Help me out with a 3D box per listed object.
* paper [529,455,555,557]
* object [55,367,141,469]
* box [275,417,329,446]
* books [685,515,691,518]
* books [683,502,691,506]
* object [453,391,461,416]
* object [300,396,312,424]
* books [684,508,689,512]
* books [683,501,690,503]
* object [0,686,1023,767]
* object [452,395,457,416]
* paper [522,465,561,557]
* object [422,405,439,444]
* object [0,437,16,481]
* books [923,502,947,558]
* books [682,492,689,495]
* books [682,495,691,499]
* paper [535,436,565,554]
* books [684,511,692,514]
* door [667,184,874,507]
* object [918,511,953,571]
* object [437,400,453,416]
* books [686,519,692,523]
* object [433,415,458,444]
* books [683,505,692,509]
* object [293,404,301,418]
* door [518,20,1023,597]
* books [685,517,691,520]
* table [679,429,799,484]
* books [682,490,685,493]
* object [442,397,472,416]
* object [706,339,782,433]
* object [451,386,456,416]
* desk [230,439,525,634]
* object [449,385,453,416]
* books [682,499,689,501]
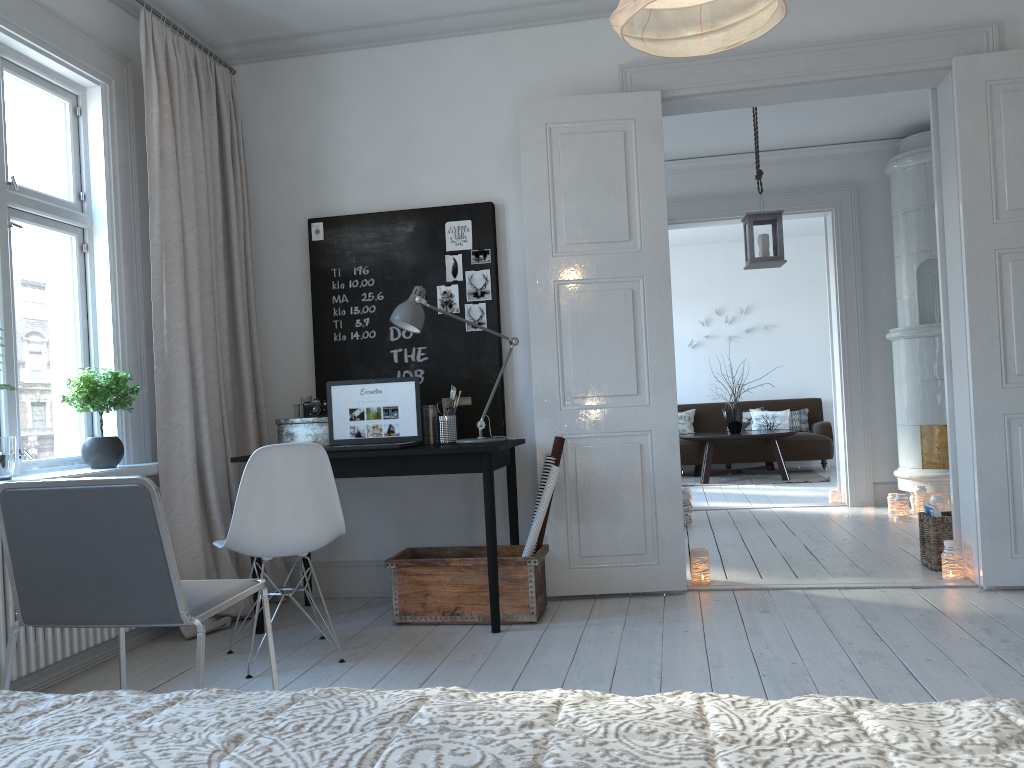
[{"bbox_3d":[0.099,0.659,3.941,0.266,0.669,0.043,-3,-1,-35],"label":"paper"},{"bbox_3d":[-1.640,0.132,3.525,0.309,0.407,0.272,-2,-1,-30],"label":"object"},{"bbox_3d":[-0.948,0.235,4.213,0.317,0.152,0.193,-3,-1,10],"label":"box"},{"bbox_3d":[1.209,0.975,6.534,0.128,0.016,0.181,-2,-2,-35],"label":"books"},{"bbox_3d":[1.210,0.883,6.538,0.128,0.016,0.179,-2,-2,-37],"label":"books"},{"bbox_3d":[-0.270,0.152,4.107,0.084,0.240,0.009,-3,0,-13],"label":"object"},{"bbox_3d":[-0.993,0.122,4.196,0.056,0.130,0.167,-3,-1,9],"label":"object"},{"bbox_3d":[1.200,0.927,6.539,0.167,0.022,0.128,-4,-2,44],"label":"books"},{"bbox_3d":[1.204,0.866,6.537,0.128,0.016,0.177,-2,-2,-23],"label":"books"},{"bbox_3d":[-0.092,0.378,0.911,1.460,0.104,0.405,-3,-1,10],"label":"object"},{"bbox_3d":[-0.280,0.162,4.114,0.009,0.222,0.082,-3,-1,40],"label":"object"},{"bbox_3d":[0.090,0.675,3.882,0.283,0.626,0.041,-3,0,-12],"label":"paper"},{"bbox_3d":[-0.383,0.194,4.200,0.079,0.188,0.079,-3,-1,-11],"label":"object"},{"bbox_3d":[-1.728,0.254,2.996,0.097,0.146,0.097,-3,-1,16],"label":"object"},{"bbox_3d":[2.197,0.750,4.442,0.201,0.300,0.179,-3,-1,10],"label":"books"},{"bbox_3d":[1.202,0.806,6.532,0.132,0.017,0.187,-2,-2,-17],"label":"books"},{"bbox_3d":[1.209,0.827,6.528,0.128,0.026,0.200,-2,-2,-18],"label":"books"},{"bbox_3d":[0.136,0.616,4.006,0.297,0.747,0.048,-3,-1,-35],"label":"paper"},{"bbox_3d":[1.208,0.946,6.533,0.132,0.017,0.187,-2,-2,-43],"label":"books"},{"bbox_3d":[1.940,-0.254,7.155,2.599,2.505,0.577,-3,-1,10],"label":"door"},{"bbox_3d":[2.211,0.782,4.439,0.270,0.265,0.224,-3,-1,10],"label":"object"},{"bbox_3d":[-0.317,0.173,4.127,0.081,0.198,0.050,-3,-1,35],"label":"object"},{"bbox_3d":[1.216,1.008,6.537,0.128,0.016,0.179,-2,-2,-42],"label":"books"},{"bbox_3d":[-0.306,0.212,4.114,0.108,0.128,0.108,-3,-1,25],"label":"object"},{"bbox_3d":[1.210,0.903,6.529,0.193,0.022,0.128,-4,-2,43],"label":"books"},{"bbox_3d":[-1.035,0.130,4.271,0.040,0.069,0.040,-3,-1,-2],"label":"object"},{"bbox_3d":[1.407,-0.303,4.187,2.599,2.505,0.577,-3,-1,10],"label":"door"},{"bbox_3d":[1.211,0.991,6.536,0.128,0.016,0.177,-2,-2,-39],"label":"books"},{"bbox_3d":[2.470,0.784,9.692,1.300,0.503,1.300,-3,-1,0],"label":"table"},{"bbox_3d":[1.195,0.791,6.546,0.111,0.014,0.156,-3,-1,-10],"label":"books"},{"bbox_3d":[-0.254,0.167,4.159,0.138,0.209,0.034,-3,0,-10],"label":"object"},{"bbox_3d":[2.526,-0.003,9.617,0.845,1.066,0.525,-3,-1,-19],"label":"object"},{"bbox_3d":[-0.282,0.140,4.125,0.062,0.264,0.012,-3,-1,-38],"label":"object"},{"bbox_3d":[-0.545,0.664,3.966,1.159,0.759,0.651,-3,-1,10],"label":"desk"},{"bbox_3d":[-0.287,0.138,4.125,0.008,0.267,0.060,-3,-1,27],"label":"object"},{"bbox_3d":[1.203,0.849,6.535,0.128,0.016,0.181,-2,-2,-19],"label":"books"}]
